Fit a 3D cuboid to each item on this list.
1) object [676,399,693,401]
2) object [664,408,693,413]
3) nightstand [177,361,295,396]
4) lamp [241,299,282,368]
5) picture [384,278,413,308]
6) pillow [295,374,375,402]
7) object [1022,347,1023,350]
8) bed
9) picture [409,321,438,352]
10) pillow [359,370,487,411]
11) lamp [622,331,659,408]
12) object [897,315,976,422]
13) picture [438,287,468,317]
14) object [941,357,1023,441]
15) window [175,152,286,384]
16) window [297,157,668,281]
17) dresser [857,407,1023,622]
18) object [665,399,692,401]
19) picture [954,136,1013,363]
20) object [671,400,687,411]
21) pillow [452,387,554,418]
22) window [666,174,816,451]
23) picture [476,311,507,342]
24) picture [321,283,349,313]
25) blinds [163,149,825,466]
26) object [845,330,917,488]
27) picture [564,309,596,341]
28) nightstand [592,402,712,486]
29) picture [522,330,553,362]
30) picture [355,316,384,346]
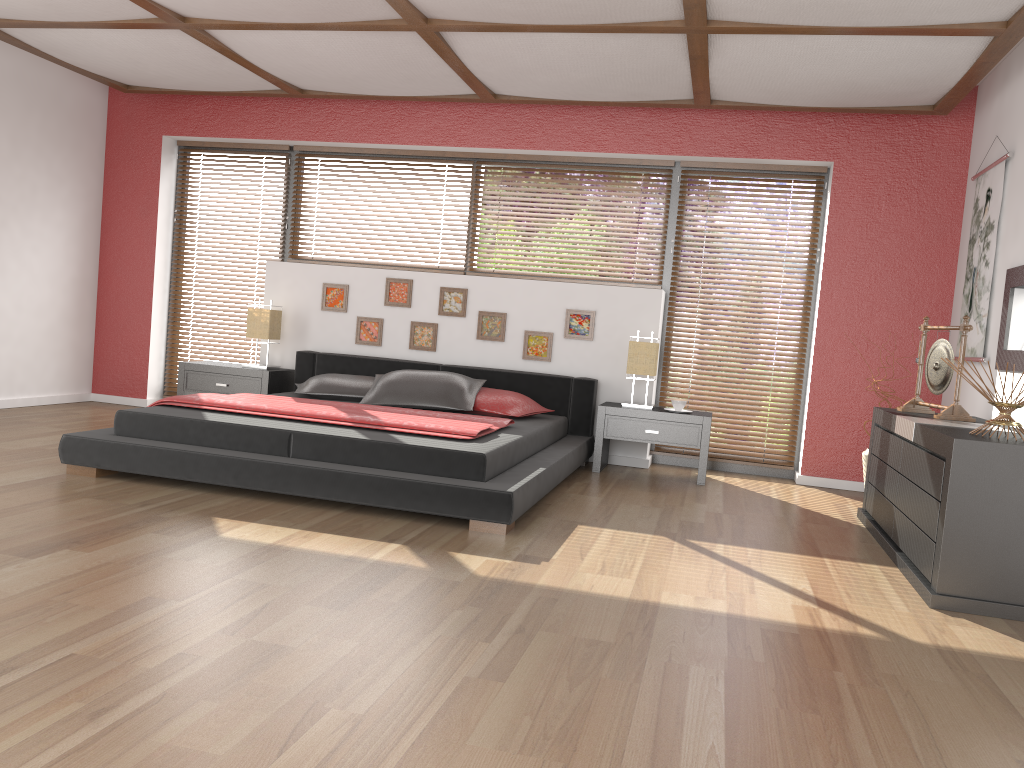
[{"bbox_3d":[1.059,0.100,5.594,0.192,0.007,0.007,3,4,-23],"label":"object"},{"bbox_3d":[1.048,0.171,5.594,0.179,0.012,0.179,8,5,38],"label":"object"},{"bbox_3d":[-1.979,0.081,6.362,0.700,0.423,0.413,6,4,13],"label":"nightstand"},{"bbox_3d":[-1.776,-0.364,6.337,0.200,0.480,0.200,6,4,13],"label":"lamp"},{"bbox_3d":[-0.807,-0.649,6.307,0.200,0.200,0.010,6,4,13],"label":"picture"},{"bbox_3d":[-1.046,0.030,5.795,0.745,0.172,0.418,4,4,-12],"label":"pillow"},{"bbox_3d":[2.547,-0.228,4.245,0.041,0.146,0.226,4,4,-7],"label":"object"},{"bbox_3d":[-0.898,0.176,5.082,2.469,0.577,2.413,6,4,13],"label":"bed"},{"bbox_3d":[-0.627,-0.337,6.277,0.200,0.200,0.010,6,4,13],"label":"picture"},{"bbox_3d":[-0.564,0.032,5.593,0.744,0.241,0.386,5,4,8],"label":"pillow"},{"bbox_3d":[0.840,-0.101,5.729,0.200,0.480,0.200,6,4,13],"label":"lamp"},{"bbox_3d":[2.103,-0.089,4.358,0.173,0.498,0.490,5,4,-2],"label":"object"},{"bbox_3d":[-0.414,-0.574,6.217,0.200,0.200,0.010,6,4,13],"label":"picture"},{"bbox_3d":[1.865,0.062,3.342,0.481,0.282,0.481,4,4,-21],"label":"object"},{"bbox_3d":[-2.223,-0.878,6.996,0.889,1.893,0.020,6,4,13],"label":"window"},{"bbox_3d":[-0.284,-1.227,6.523,2.817,0.786,0.020,6,4,13],"label":"window"},{"bbox_3d":[1.964,0.481,3.901,0.540,0.608,1.740,6,4,13],"label":"dresser"},{"bbox_3d":[1.046,0.101,5.574,0.192,0.007,0.007,4,4,-18],"label":"object"},{"bbox_3d":[2.646,-0.758,5.002,0.028,1.270,0.701,6,4,13],"label":"picture"},{"bbox_3d":[1.051,0.138,5.592,0.099,0.069,0.099,8,5,38],"label":"object"},{"bbox_3d":[-0.149,0.117,5.642,0.745,0.172,0.418,7,4,32],"label":"pillow"},{"bbox_3d":[1.559,-0.497,6.118,0.889,1.893,0.020,6,4,13],"label":"window"},{"bbox_3d":[-0.142,-0.401,6.160,0.200,0.200,0.010,6,4,13],"label":"picture"},{"bbox_3d":[-1.282,-0.625,6.420,0.200,0.200,0.010,6,4,13],"label":"picture"},{"bbox_3d":[-0.352,-0.649,6.493,4.840,1.952,0.032,6,4,13],"label":"blinds"},{"bbox_3d":[2.151,0.197,5.267,0.422,1.035,0.364,4,4,-12],"label":"object"},{"bbox_3d":[0.459,-0.402,6.018,0.200,0.200,0.010,6,4,13],"label":"picture"},{"bbox_3d":[0.907,0.371,5.692,0.700,0.423,0.413,6,4,13],"label":"nightstand"},{"bbox_3d":[0.177,-0.261,6.090,0.200,0.200,0.010,6,4,13],"label":"picture"},{"bbox_3d":[-1.025,-0.378,6.370,0.200,0.200,0.010,6,4,13],"label":"picture"}]
